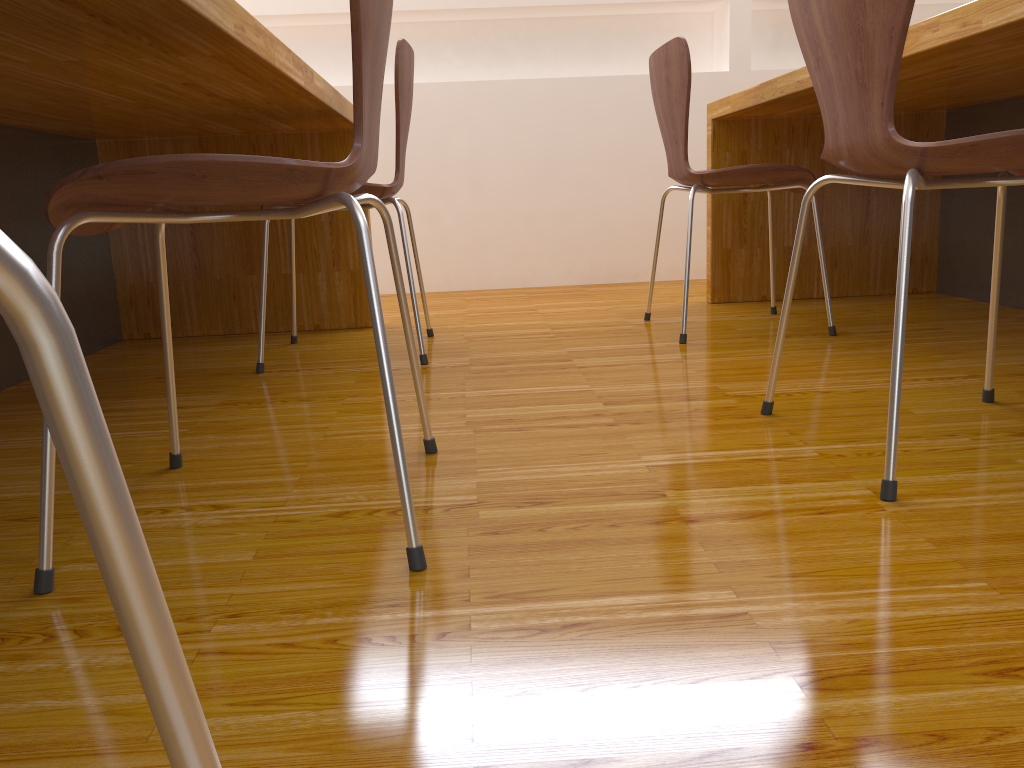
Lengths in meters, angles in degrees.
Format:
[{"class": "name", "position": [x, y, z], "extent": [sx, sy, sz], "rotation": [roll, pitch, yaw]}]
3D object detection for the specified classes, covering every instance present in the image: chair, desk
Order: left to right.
[{"class": "chair", "position": [-0.243, 0.009, 0.045], "extent": [0.381, 0.693, 0.428], "rotation": [-3, 12, -3]}, {"class": "desk", "position": [-0.703, -0.144, 1.076], "extent": [0.760, 0.606, 3.356], "rotation": [-3, 12, -3]}, {"class": "chair", "position": [-0.298, -0.189, 0.994], "extent": [0.381, 0.693, 0.428], "rotation": [-3, 12, -3]}, {"class": "chair", "position": [-0.399, -0.414, 2.086], "extent": [0.381, 0.693, 0.428], "rotation": [-3, 12, -3]}, {"class": "chair", "position": [0.555, -0.485, 2.227], "extent": [0.381, 0.693, 0.428], "rotation": [-3, 12, -3]}, {"class": "chair", "position": [0.579, -0.259, 1.144], "extent": [0.381, 0.693, 0.428], "rotation": [-3, 12, -3]}, {"class": "desk", "position": [1.327, -0.068, 1.298], "extent": [1.248, 1.022, 3.216], "rotation": [-3, 12, -3]}]
